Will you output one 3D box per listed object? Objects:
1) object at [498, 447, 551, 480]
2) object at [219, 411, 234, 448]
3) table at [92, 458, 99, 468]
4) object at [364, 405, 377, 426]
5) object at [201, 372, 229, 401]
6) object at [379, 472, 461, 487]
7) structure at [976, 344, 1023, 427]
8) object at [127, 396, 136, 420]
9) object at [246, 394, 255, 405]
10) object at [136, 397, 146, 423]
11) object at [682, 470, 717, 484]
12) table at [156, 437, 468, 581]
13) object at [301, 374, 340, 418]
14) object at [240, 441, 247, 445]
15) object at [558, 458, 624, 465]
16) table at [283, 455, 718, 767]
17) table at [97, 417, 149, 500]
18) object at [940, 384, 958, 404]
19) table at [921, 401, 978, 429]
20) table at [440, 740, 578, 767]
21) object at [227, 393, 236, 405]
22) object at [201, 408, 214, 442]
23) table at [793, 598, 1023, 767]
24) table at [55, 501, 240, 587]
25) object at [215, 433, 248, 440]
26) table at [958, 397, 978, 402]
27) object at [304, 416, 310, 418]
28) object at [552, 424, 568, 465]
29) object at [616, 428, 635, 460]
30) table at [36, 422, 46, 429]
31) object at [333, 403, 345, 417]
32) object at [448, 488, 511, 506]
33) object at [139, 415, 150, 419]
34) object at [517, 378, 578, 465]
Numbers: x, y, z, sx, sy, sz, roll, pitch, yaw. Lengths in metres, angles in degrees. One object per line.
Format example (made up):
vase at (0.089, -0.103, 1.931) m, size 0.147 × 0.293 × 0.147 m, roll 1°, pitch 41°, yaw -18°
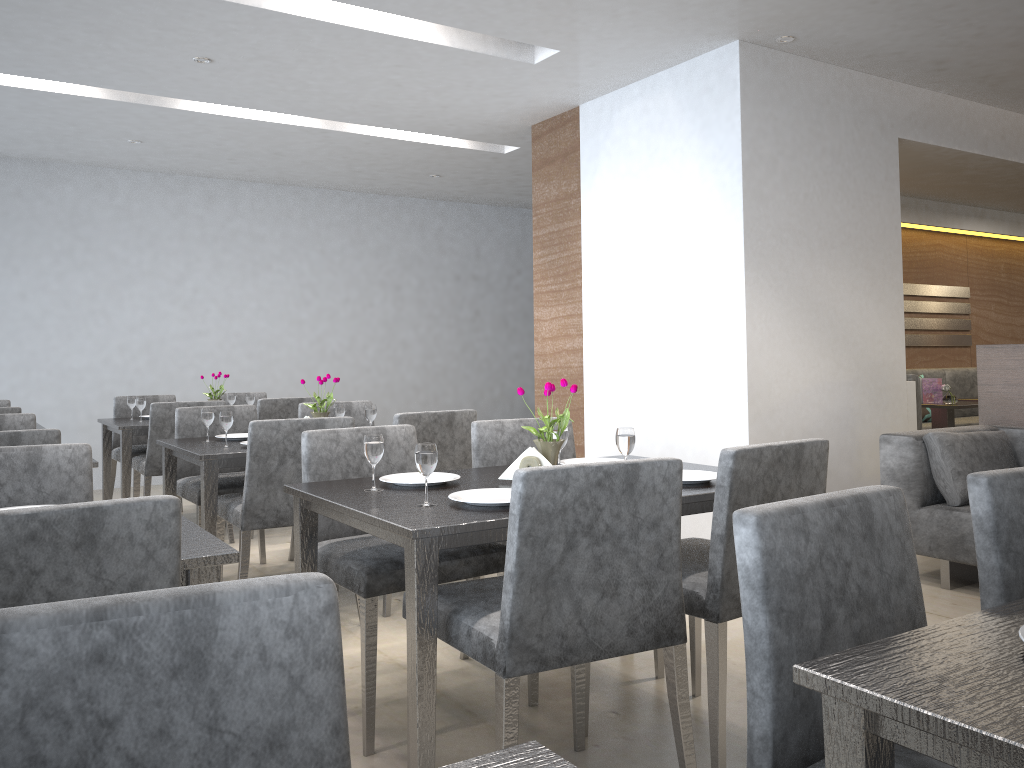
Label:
object at (0.053, 0.213, 2.301) m, size 0.203 × 0.100 × 0.070 m, roll 0°, pitch -1°, yaw 27°
object at (-1.109, 0.176, 3.430) m, size 0.053 × 0.140 × 0.053 m, roll -1°, pitch -2°, yaw 15°
table at (-2.097, 0.587, 2.965) m, size 1.189 × 0.636 × 0.776 m, roll -1°, pitch 0°, yaw -32°
object at (-0.609, 0.159, 3.810) m, size 0.053 × 0.140 × 0.053 m, roll -1°, pitch -2°, yaw 15°
object at (-1.771, 0.063, 5.284) m, size 0.154 × 0.277 × 0.104 m, roll 1°, pitch -3°, yaw -35°
object at (-0.246, 0.257, 2.365) m, size 0.216 × 0.015 × 0.217 m, roll 0°, pitch 2°, yaw 14°
structure at (3.384, 0.343, 2.775) m, size 0.224 × 1.010 × 3.768 m, roll 1°, pitch 0°, yaw -33°
object at (-2.234, 0.140, 5.193) m, size 0.053 × 0.140 × 0.053 m, roll -1°, pitch -2°, yaw 15°
object at (-1.577, 0.129, 5.327) m, size 0.053 × 0.140 × 0.053 m, roll -1°, pitch -2°, yaw 15°
object at (-2.077, 0.145, 4.948) m, size 0.053 × 0.140 × 0.053 m, roll -1°, pitch -2°, yaw 15°
object at (0.455, 0.249, 2.355) m, size 0.217 × 0.015 × 0.216 m, roll -2°, pitch 2°, yaw -32°
table at (-0.817, 0.550, 3.781) m, size 1.189 × 0.636 × 0.776 m, roll -1°, pitch 0°, yaw -32°
object at (-0.815, 0.094, 3.785) m, size 0.154 × 0.277 × 0.104 m, roll 1°, pitch -3°, yaw -35°
object at (-0.957, 0.234, 3.481) m, size 0.217 × 0.015 × 0.216 m, roll 1°, pitch 2°, yaw 38°
object at (0.248, 0.243, 2.680) m, size 0.216 × 0.015 × 0.217 m, roll 0°, pitch 2°, yaw 14°
table at (0.102, 0.579, 2.341) m, size 1.189 × 0.636 × 0.776 m, roll -1°, pitch 0°, yaw -32°
table at (-1.773, 0.519, 5.280) m, size 1.189 × 0.636 × 0.776 m, roll -1°, pitch 0°, yaw -32°
object at (2.764, 0.062, 5.585) m, size 0.094 × 0.126 × 0.107 m, roll -1°, pitch -1°, yaw 10°
table at (2.765, 0.448, 5.655) m, size 0.506 × 0.657 × 0.505 m, roll 0°, pitch -1°, yaw -32°
table at (-0.269, 0.645, 0.100) m, size 1.189 × 0.636 × 0.776 m, roll -1°, pitch 0°, yaw -32°
object at (-1.747, 0.126, 5.503) m, size 0.053 × 0.140 × 0.053 m, roll -1°, pitch -2°, yaw 15°
object at (-1.265, 0.171, 3.676) m, size 0.053 × 0.140 × 0.053 m, roll -1°, pitch -2°, yaw 15°
table at (1.012, 0.608, 0.915) m, size 1.189 × 0.636 × 0.776 m, roll -1°, pitch 0°, yaw -32°
table at (-1.178, 0.616, 1.525) m, size 1.189 × 0.636 × 0.776 m, roll -1°, pitch 0°, yaw -32°
object at (-1.165, 0.228, 3.806) m, size 0.217 × 0.015 × 0.216 m, roll 1°, pitch 2°, yaw 38°
table at (3.412, 0.429, 6.067) m, size 0.506 × 0.657 × 0.505 m, roll 0°, pitch -1°, yaw -32°
object at (-0.866, 0.184, 3.741) m, size 0.203 × 0.100 × 0.070 m, roll 0°, pitch -1°, yaw 27°
object at (0.136, 0.186, 2.552) m, size 0.053 × 0.140 × 0.053 m, roll -1°, pitch -2°, yaw 15°
object at (0.306, 0.189, 2.376) m, size 0.053 × 0.140 × 0.053 m, roll -1°, pitch -2°, yaw 15°
table at (-3.054, 0.556, 4.464) m, size 1.189 × 0.636 × 0.776 m, roll -1°, pitch 0°, yaw -32°
object at (-0.778, 0.156, 3.986) m, size 0.053 × 0.140 × 0.053 m, roll -1°, pitch -2°, yaw 15°
object at (-0.039, 0.264, 2.041) m, size 0.217 × 0.015 × 0.216 m, roll -2°, pitch 2°, yaw -32°
object at (-2.121, 0.197, 5.305) m, size 0.217 × 0.015 × 0.216 m, roll -1°, pitch 2°, yaw -17°
object at (0.104, 0.123, 2.344) m, size 0.154 × 0.277 × 0.104 m, roll 1°, pitch -3°, yaw -35°
